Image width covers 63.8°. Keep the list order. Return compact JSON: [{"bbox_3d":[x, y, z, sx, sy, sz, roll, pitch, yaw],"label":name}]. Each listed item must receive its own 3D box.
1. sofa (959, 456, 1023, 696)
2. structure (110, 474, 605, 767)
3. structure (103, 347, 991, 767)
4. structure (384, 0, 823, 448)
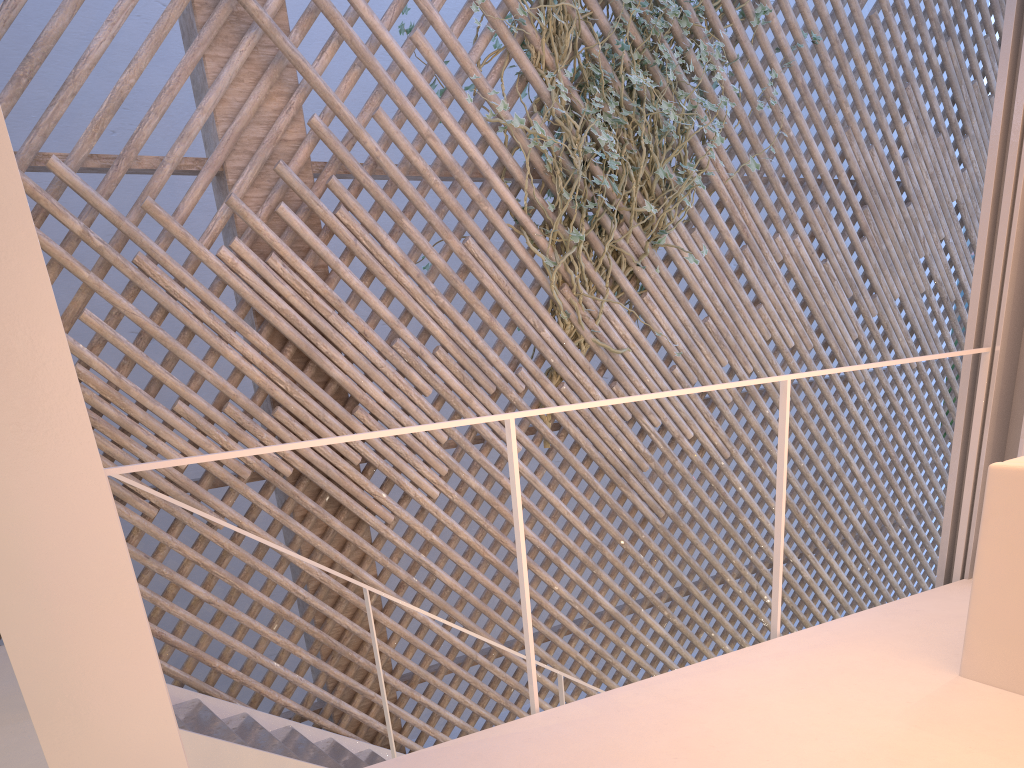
[{"bbox_3d":[1.289,0.257,1.327,0.956,0.409,0.469,-8,11,-26],"label":"sofa"},{"bbox_3d":[-0.143,1.049,2.299,1.881,2.160,1.108,-13,19,-32],"label":"structure"},{"bbox_3d":[0.269,0.306,1.455,1.653,0.622,0.025,-8,20,-25],"label":"structure"},{"bbox_3d":[0.546,-1.240,2.800,2.254,2.995,0.689,-14,22,-32],"label":"structure"}]
